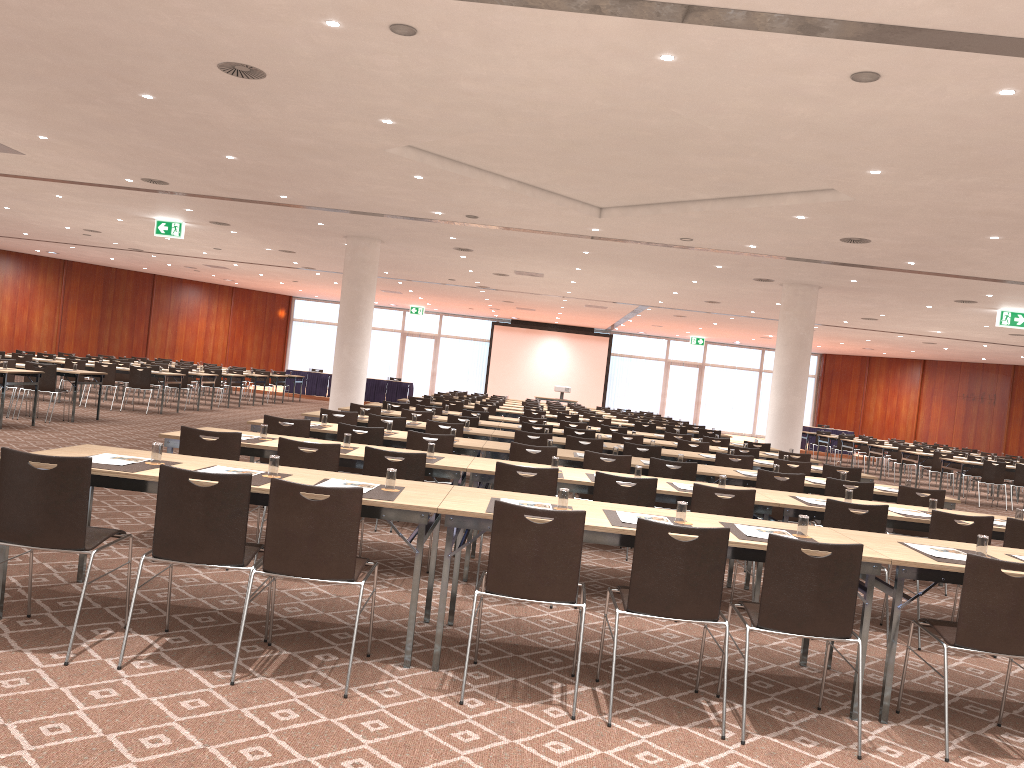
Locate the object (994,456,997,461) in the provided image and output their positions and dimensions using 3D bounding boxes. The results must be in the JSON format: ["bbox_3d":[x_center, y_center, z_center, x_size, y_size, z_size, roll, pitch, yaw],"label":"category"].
[{"bbox_3d":[10.982,1.699,20.141,0.054,0.114,0.054,6,1,-33],"label":"object"}]

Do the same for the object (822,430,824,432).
[{"bbox_3d":[9.864,1.522,28.167,0.054,0.114,0.054,6,1,-10],"label":"object"}]

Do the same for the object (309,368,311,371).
[{"bbox_3d":[-7.269,-0.512,31.872,0.054,0.114,0.054,6,1,12],"label":"object"}]

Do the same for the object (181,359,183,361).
[{"bbox_3d":[-10.653,-0.732,28.595,0.054,0.114,0.054,6,1,-33],"label":"object"}]

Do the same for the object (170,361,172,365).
[{"bbox_3d":[-9.450,-0.573,24.562,0.054,0.114,0.054,6,1,-33],"label":"object"}]

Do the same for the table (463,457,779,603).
[{"bbox_3d":[0.765,1.148,6.900,2.267,0.833,0.953,6,1,1],"label":"table"}]

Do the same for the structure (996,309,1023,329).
[{"bbox_3d":[10.231,-1.324,18.138,0.587,0.346,0.105,6,1,1],"label":"structure"}]

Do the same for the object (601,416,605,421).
[{"bbox_3d":[1.881,0.713,18.325,0.054,0.114,0.054,6,1,-33],"label":"object"}]

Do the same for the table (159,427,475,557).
[{"bbox_3d":[-1.491,0.900,6.947,2.267,0.833,0.953,6,1,1],"label":"table"}]

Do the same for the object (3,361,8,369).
[{"bbox_3d":[-7.442,-0.274,13.019,0.054,0.114,0.054,6,1,-10],"label":"object"}]

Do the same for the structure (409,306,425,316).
[{"bbox_3d":[-3.894,-2.998,36.374,0.587,0.346,0.105,6,1,1],"label":"structure"}]

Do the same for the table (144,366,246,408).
[{"bbox_3d":[-8.096,0.069,22.587,2.267,0.833,0.953,6,1,1],"label":"table"}]

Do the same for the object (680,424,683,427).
[{"bbox_3d":[3.487,0.889,18.292,0.054,0.114,0.054,7,1,35],"label":"object"}]

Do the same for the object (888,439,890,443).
[{"bbox_3d":[11.111,1.672,26.141,0.054,0.114,0.054,6,1,-10],"label":"object"}]

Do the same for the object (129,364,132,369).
[{"bbox_3d":[-7.969,-0.369,18.540,0.054,0.114,0.054,6,1,-33],"label":"object"}]

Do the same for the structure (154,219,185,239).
[{"bbox_3d":[-7.141,-3.233,18.501,0.587,0.346,0.105,6,1,1],"label":"structure"}]

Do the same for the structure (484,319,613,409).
[{"bbox_3d":[1.545,-0.819,37.728,5.158,3.526,0.395,6,1,1],"label":"structure"}]

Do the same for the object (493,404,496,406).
[{"bbox_3d":[-0.370,0.466,18.368,0.054,0.114,0.054,7,1,35],"label":"object"}]

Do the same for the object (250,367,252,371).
[{"bbox_3d":[-8.387,-0.483,28.540,0.054,0.114,0.054,6,1,-10],"label":"object"}]

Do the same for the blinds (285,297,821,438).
[{"bbox_3d":[1.612,-0.601,38.110,22.851,3.817,0.115,6,1,1],"label":"blinds"}]

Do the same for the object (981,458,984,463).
[{"bbox_3d":[9.642,1.566,18.166,0.054,0.114,0.054,6,1,-33],"label":"object"}]

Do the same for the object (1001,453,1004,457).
[{"bbox_3d":[13.329,1.930,24.089,0.054,0.114,0.054,6,1,-33],"label":"object"}]

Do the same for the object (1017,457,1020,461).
[{"bbox_3d":[12.626,1.866,22.096,0.054,0.114,0.054,6,1,-33],"label":"object"}]

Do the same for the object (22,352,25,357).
[{"bbox_3d":[-10.231,-0.618,18.579,0.054,0.114,0.054,7,1,35],"label":"object"}]

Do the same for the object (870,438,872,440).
[{"bbox_3d":[9.780,1.540,24.160,0.054,0.114,0.054,6,1,-10],"label":"object"}]

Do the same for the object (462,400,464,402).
[{"bbox_3d":[-1.019,0.394,18.396,0.054,0.114,0.054,7,1,35],"label":"object"}]

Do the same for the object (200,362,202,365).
[{"bbox_3d":[-10.011,-0.662,28.570,0.054,0.114,0.054,6,1,-33],"label":"object"}]

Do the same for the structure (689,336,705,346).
[{"bbox_3d":[7.551,-1.741,36.134,0.587,0.346,0.105,6,1,1],"label":"structure"}]

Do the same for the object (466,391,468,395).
[{"bbox_3d":[-1.444,0.280,28.394,0.054,0.114,0.054,6,1,-33],"label":"object"}]

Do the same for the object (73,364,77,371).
[{"bbox_3d":[-7.399,-0.283,15.018,0.054,0.114,0.054,6,1,-10],"label":"object"}]

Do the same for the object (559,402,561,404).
[{"bbox_3d":[1.422,0.608,26.340,0.054,0.114,0.054,7,1,35],"label":"object"}]

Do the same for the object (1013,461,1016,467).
[{"bbox_3d":[10.286,1.636,18.150,0.054,0.114,0.054,6,1,-33],"label":"object"}]

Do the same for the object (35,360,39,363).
[{"bbox_3d":[-8.059,-0.355,15.036,0.054,0.114,0.054,6,1,-10],"label":"object"}]

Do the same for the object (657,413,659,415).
[{"bbox_3d":[4.317,0.926,26.284,0.054,0.114,0.054,6,1,-33],"label":"object"}]

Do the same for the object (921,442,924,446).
[{"bbox_3d":[12.082,1.779,26.108,0.054,0.114,0.054,6,1,-33],"label":"object"}]

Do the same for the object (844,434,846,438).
[{"bbox_3d":[9.821,1.531,26.165,0.054,0.114,0.054,6,1,-10],"label":"object"}]

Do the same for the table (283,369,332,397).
[{"bbox_3d":[-7.250,-0.024,31.791,1.712,0.832,1.041,6,1,1],"label":"table"}]

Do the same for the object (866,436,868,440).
[{"bbox_3d":[10.463,1.601,26.147,0.054,0.114,0.054,6,1,-10],"label":"object"}]

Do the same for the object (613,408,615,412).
[{"bbox_3d":[3.027,0.784,26.307,0.054,0.114,0.054,7,1,35],"label":"object"}]

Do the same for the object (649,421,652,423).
[{"bbox_3d":[2.854,0.820,18.310,0.054,0.114,0.054,7,1,35],"label":"object"}]

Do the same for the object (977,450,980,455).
[{"bbox_3d":[12.676,1.858,24.094,0.054,0.114,0.054,6,1,-33],"label":"object"}]

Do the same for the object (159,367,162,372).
[{"bbox_3d":[-7.336,-0.300,18.515,0.054,0.114,0.054,6,1,-33],"label":"object"}]

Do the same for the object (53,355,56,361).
[{"bbox_3d":[-9.584,-0.547,18.576,0.054,0.114,0.054,7,1,35],"label":"object"}]

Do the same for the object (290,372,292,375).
[{"bbox_3d":[-7.104,-0.342,28.518,0.054,0.114,0.054,6,1,-10],"label":"object"}]

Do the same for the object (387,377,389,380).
[{"bbox_3d":[-4.442,-0.201,31.813,0.054,0.114,0.054,6,1,12],"label":"object"}]

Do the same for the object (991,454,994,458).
[{"bbox_3d":[11.982,1.795,22.115,0.054,0.114,0.054,6,1,-33],"label":"object"}]

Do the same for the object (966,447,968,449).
[{"bbox_3d":[13.370,1.921,26.088,0.054,0.114,0.054,6,1,-33],"label":"object"}]

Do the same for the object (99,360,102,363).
[{"bbox_3d":[-8.617,-0.440,18.557,0.054,0.114,0.054,6,1,-33],"label":"object"}]

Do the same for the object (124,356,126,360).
[{"bbox_3d":[-10.736,-0.714,24.589,0.054,0.114,0.054,6,1,-33],"label":"object"}]

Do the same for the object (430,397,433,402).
[{"bbox_3d":[-1.668,0.323,18.411,0.054,0.114,0.054,6,1,-33],"label":"object"}]

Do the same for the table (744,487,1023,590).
[{"bbox_3d":[3.021,1.396,6.853,2.267,0.833,0.953,6,1,1],"label":"table"}]

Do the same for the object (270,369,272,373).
[{"bbox_3d":[-7.743,-0.412,28.528,0.054,0.114,0.054,6,1,-10],"label":"object"}]

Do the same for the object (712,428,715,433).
[{"bbox_3d":[4.146,0.962,18.273,0.054,0.114,0.054,6,1,-33],"label":"object"}]

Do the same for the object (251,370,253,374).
[{"bbox_3d":[-7.188,-0.324,24.517,0.054,0.114,0.054,6,1,-10],"label":"object"}]

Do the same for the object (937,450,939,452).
[{"bbox_3d":[9.680,1.556,20.167,0.054,0.114,0.054,6,1,-33],"label":"object"}]

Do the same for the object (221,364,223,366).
[{"bbox_3d":[-9.354,-0.589,28.564,0.054,0.114,0.054,6,1,-33],"label":"object"}]

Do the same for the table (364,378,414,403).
[{"bbox_3d":[-4.424,0.287,31.732,1.712,0.832,1.041,6,1,1],"label":"table"}]

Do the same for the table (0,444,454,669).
[{"bbox_3d":[-1.536,0.909,4.948,2.267,0.833,0.953,6,1,1],"label":"table"}]

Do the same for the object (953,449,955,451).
[{"bbox_3d":[11.032,1.691,22.135,0.054,0.114,0.054,6,1,-10],"label":"object"}]

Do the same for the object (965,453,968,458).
[{"bbox_3d":[10.335,1.628,20.156,0.054,0.114,0.054,6,1,-33],"label":"object"}]
